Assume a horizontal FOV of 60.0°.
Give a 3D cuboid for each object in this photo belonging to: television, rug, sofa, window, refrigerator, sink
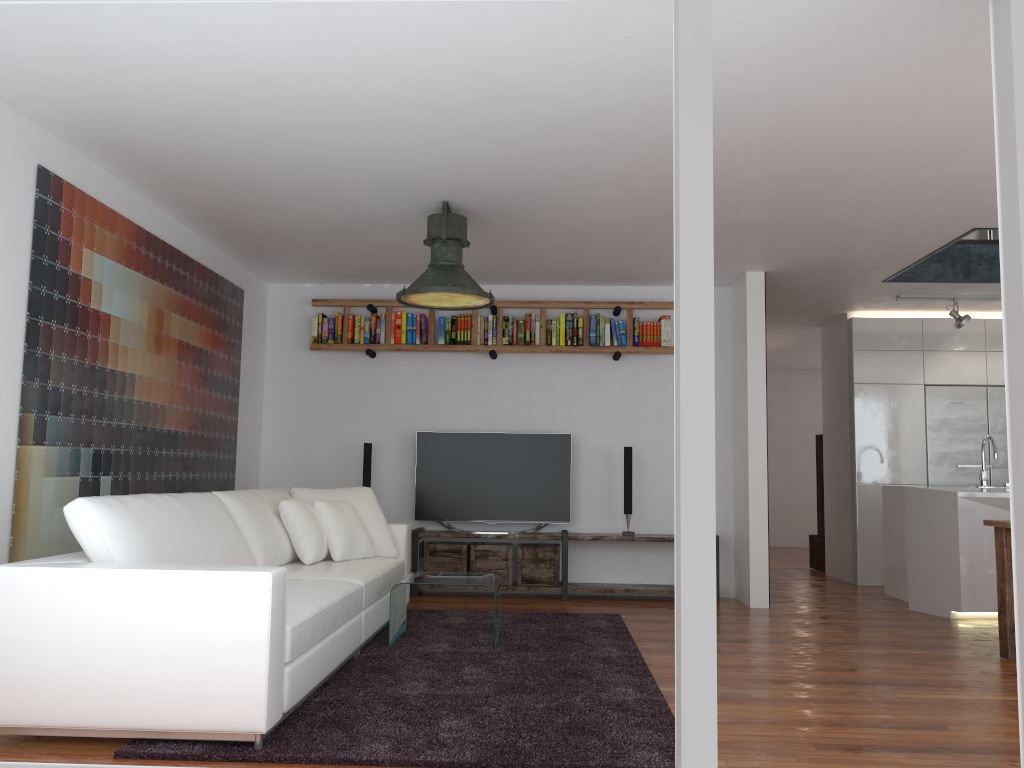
[{"bbox_3d":[-0.149,0.781,7.030,1.230,0.786,0.298,1,-6,2],"label":"television"},{"bbox_3d":[-0.284,1.382,4.427,1.895,0.019,3.193,1,-6,2],"label":"rug"},{"bbox_3d":[-1.235,0.959,4.507,0.987,0.842,3.086,1,-6,2],"label":"sofa"},{"bbox_3d":[4.258,-1.159,6.231,2.700,0.035,1.546,1,-6,2],"label":"window"},{"bbox_3d":[4.319,0.919,8.002,1.119,1.811,0.142,1,-6,2],"label":"refrigerator"},{"bbox_3d":[3.729,0.681,6.834,0.492,0.570,0.459,1,-6,2],"label":"sink"}]

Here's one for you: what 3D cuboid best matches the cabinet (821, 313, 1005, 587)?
[{"bbox_3d":[4.342,0.627,8.490,2.404,2.506,0.946,1,-6,2],"label":"cabinet"}]

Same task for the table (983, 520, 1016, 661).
[{"bbox_3d":[3.542,1.078,4.363,1.910,0.735,0.969,1,-6,2],"label":"table"}]

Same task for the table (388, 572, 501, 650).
[{"bbox_3d":[-0.358,1.259,4.974,0.565,0.337,0.551,1,-6,2],"label":"table"}]

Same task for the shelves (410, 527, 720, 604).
[{"bbox_3d":[-0.163,1.401,6.961,3.473,0.506,0.414,1,-6,2],"label":"shelves"}]

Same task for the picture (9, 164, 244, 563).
[{"bbox_3d":[-2.135,0.197,5.338,0.007,2.136,2.770,1,-6,2],"label":"picture"}]

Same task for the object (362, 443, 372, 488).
[{"bbox_3d":[-1.152,0.812,7.013,0.089,0.687,0.089,2,-6,-13],"label":"object"}]

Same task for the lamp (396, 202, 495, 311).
[{"bbox_3d":[-0.384,-0.758,5.212,0.572,0.561,0.572,0,-6,7],"label":"lamp"}]

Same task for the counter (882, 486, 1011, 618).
[{"bbox_3d":[4.071,1.224,6.514,2.289,0.903,0.956,1,-6,2],"label":"counter"}]

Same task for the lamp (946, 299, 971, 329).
[{"bbox_3d":[4.329,-0.580,7.467,1.324,0.254,0.154,1,-6,2],"label":"lamp"}]

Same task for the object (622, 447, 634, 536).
[{"bbox_3d":[0.907,0.834,6.910,0.089,0.687,0.089,0,-6,12],"label":"object"}]

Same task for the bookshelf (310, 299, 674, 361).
[{"bbox_3d":[-0.151,-0.440,7.245,2.983,0.465,0.161,1,-6,2],"label":"bookshelf"}]

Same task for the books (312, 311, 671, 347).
[{"bbox_3d":[1.222,-1.247,7.517,5.671,1.974,0.733,2,-6,-8],"label":"books"}]
